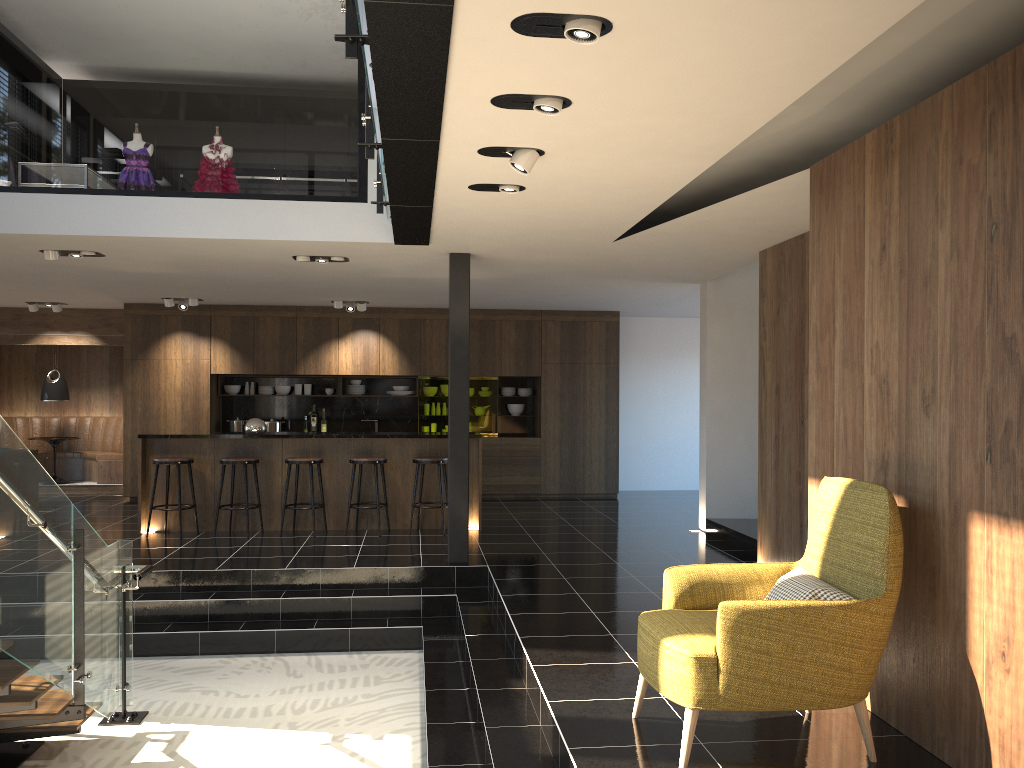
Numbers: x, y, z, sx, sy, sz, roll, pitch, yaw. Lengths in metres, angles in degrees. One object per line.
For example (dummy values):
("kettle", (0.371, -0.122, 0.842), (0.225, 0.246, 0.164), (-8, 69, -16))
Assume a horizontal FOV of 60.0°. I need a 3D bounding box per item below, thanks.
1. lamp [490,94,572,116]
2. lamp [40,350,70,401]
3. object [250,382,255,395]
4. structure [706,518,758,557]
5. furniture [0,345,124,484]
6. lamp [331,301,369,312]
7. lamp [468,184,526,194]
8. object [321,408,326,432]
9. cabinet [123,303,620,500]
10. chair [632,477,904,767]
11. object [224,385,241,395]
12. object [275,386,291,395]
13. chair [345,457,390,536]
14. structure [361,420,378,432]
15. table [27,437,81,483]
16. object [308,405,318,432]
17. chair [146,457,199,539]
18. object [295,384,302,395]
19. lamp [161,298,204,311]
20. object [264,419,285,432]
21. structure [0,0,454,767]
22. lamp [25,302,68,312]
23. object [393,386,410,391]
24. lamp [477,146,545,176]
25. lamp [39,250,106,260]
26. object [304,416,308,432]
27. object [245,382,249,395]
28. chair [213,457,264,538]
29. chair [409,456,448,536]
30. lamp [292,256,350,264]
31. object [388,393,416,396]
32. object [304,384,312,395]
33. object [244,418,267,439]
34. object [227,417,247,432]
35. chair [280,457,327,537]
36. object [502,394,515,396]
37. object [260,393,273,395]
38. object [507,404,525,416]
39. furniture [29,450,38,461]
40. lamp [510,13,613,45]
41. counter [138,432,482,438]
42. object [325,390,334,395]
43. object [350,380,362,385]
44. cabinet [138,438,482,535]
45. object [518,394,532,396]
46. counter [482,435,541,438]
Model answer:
("lamp", (0.081, -1.238, 3.750), (0.346, 0.177, 0.195), (0, 0, -6))
("lamp", (-6.714, -0.235, 13.039), (0.389, 0.974, 0.389), (0, 0, 37))
("object", (-3.762, 0.063, 12.850), (0.060, 0.185, 0.060), (0, 0, -38))
("structure", (3.430, 0.055, 6.312), (1.964, 3.017, 6.662), (0, -1, -6))
("furniture", (-6.786, 0.306, 13.511), (2.638, 2.335, 1.174), (0, 0, -7))
("lamp", (-2.153, -1.102, 11.813), (0.501, 0.280, 0.349), (0, -1, -6))
("lamp", (-0.090, -1.227, 5.291), (0.346, 0.158, 0.195), (0, -1, -6))
("object", (-2.770, 0.558, 13.052), (0.077, 0.395, 0.077), (0, 0, 36))
("cabinet", (-1.919, 0.274, 12.890), (6.892, 2.690, 0.869), (0, 0, -6))
("chair", (1.063, 0.959, 3.759), (1.030, 1.097, 0.807), (0, 0, -7))
("object", (-4.042, 0.091, 12.819), (0.234, 0.138, 0.234), (0, -1, -4))
("object", (-3.332, 0.098, 12.898), (0.234, 0.138, 0.234), (0, -1, 13))
("chair", (-1.515, 1.176, 9.337), (0.412, 0.799, 0.412), (0, 0, 3))
("structure", (-2.048, 0.639, 12.740), (0.242, 0.231, 0.173), (0, 0, -7))
("table", (-6.735, 1.114, 13.050), (0.702, 0.644, 0.702), (1, -1, -32))
("object", (-2.927, 0.528, 13.027), (0.133, 0.451, 0.116), (0, 0, -6))
("chair", (-3.483, 1.162, 9.118), (0.412, 0.799, 0.412), (0, 0, 3))
("object", (-3.107, 0.081, 12.900), (0.109, 0.161, 0.109), (0, 0, -24))
("lamp", (-4.299, -1.110, 11.574), (0.501, 0.294, 0.349), (0, 0, -6))
("object", (-3.401, 0.599, 12.559), (0.278, 0.218, 0.300), (0, -1, 27))
("structure", (-1.709, 0.006, 3.450), (3.447, 4.868, 7.280), (0, -1, -7))
("lamp", (-6.389, -1.120, 12.177), (0.501, 0.280, 0.349), (0, -1, -6))
("object", (-1.634, 0.078, 13.091), (0.254, 0.088, 0.254), (0, -1, 19))
("lamp", (-0.004, -1.193, 4.520), (0.346, 0.247, 0.195), (0, 0, -6))
("lamp", (-3.884, -1.192, 7.845), (0.501, 0.231, 0.349), (0, -1, -6))
("object", (-3.026, 0.610, 13.012), (0.057, 0.287, 0.058), (0, 0, 7))
("object", (-3.837, 0.063, 12.842), (0.060, 0.185, 0.060), (0, 0, 25))
("chair", (-2.827, 1.167, 9.191), (0.412, 0.799, 0.412), (0, 0, 3))
("chair", (-0.859, 1.181, 9.410), (0.412, 0.799, 0.412), (0, 0, 3))
("lamp", (-1.739, -1.196, 8.083), (0.501, 0.194, 0.349), (0, -1, -6))
("object", (-1.632, 0.152, 13.089), (0.438, 0.039, 0.438), (0, -1, 30))
("object", (-2.974, 0.082, 12.915), (0.109, 0.161, 0.109), (0, 0, 6))
("object", (-2.736, 0.475, 9.463), (0.227, 0.228, 0.227), (0, -1, 44))
("object", (-3.934, 0.588, 12.708), (0.236, 0.218, 0.255), (0, -1, 42))
("chair", (-2.171, 1.172, 9.264), (0.412, 0.799, 0.412), (0, 0, 3))
("object", (-0.057, 0.166, 13.253), (0.220, 0.033, 0.220), (0, -1, 3))
("object", (-3.563, 0.147, 12.864), (0.220, 0.033, 0.220), (0, -1, -10))
("object", (0.060, 0.388, 13.276), (0.264, 0.170, 0.264), (1, -1, -32))
("furniture", (-6.856, 1.137, 9.727), (2.609, 0.822, 1.365), (0, -1, -6))
("lamp", (0.167, -1.249, 2.978), (0.346, 0.177, 0.195), (0, 0, -6))
("counter", (-2.135, 0.559, 9.715), (3.573, 0.041, 0.698), (0, -1, -6))
("object", (-2.667, 0.129, 12.972), (0.122, 0.072, 0.122), (0, -1, 19))
("object", (-2.304, -0.015, 13.082), (0.168, 0.087, 0.168), (0, -1, 13))
("cabinet", (-2.136, 1.078, 9.715), (3.564, 0.994, 0.698), (0, 0, -6))
("object", (0.195, 0.168, 13.281), (0.220, 0.033, 0.220), (1, -1, -23))
("counter", (-1.919, 0.760, 12.896), (4.591, 0.005, 0.862), (0, -1, -6))
